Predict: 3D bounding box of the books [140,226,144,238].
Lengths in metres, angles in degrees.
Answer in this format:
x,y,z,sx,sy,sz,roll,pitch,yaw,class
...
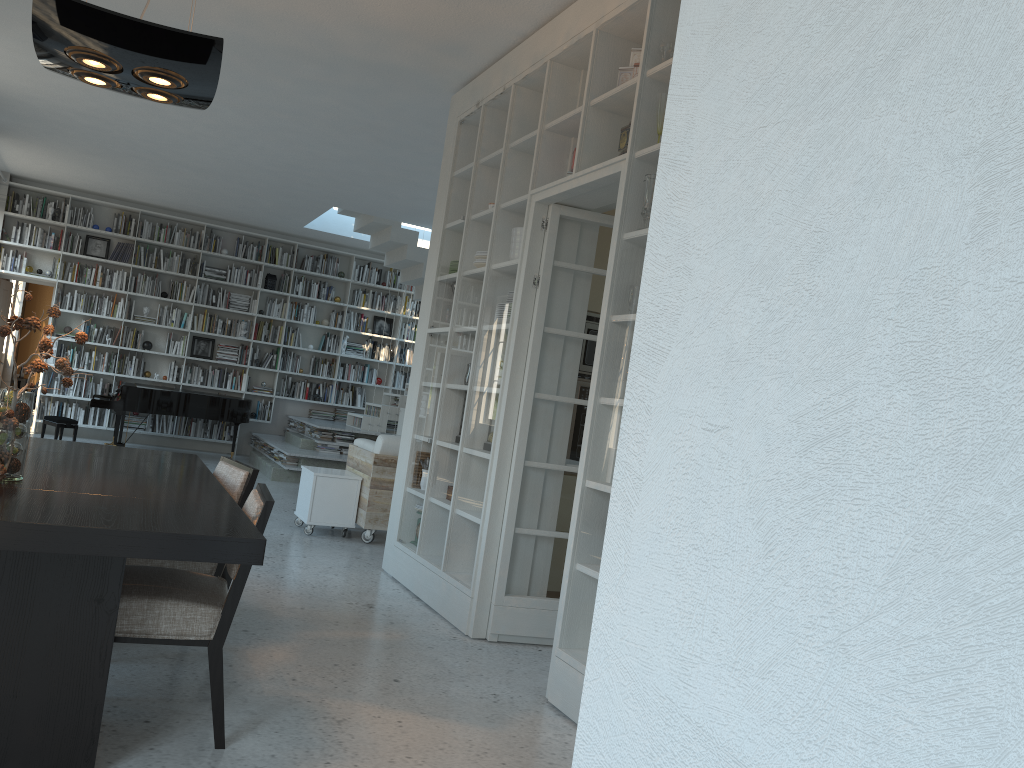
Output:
x,y,z,sx,sy,sz,roll,pitch,yaw,class
-5.019,-2.041,12.017,0.024,0.183,0.133,9,-1,-24,books

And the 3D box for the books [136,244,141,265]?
x,y,z,sx,sy,sz,roll,pitch,yaw,class
-5.066,-1.740,12.022,0.014,0.309,0.130,9,-1,-24,books

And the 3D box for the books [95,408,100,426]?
x,y,z,sx,sy,sz,roll,pitch,yaw,class
-5.547,0.407,11.874,0.021,0.295,0.187,9,-1,-24,books

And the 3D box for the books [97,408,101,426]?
x,y,z,sx,sy,sz,roll,pitch,yaw,class
-5.530,0.406,11.878,0.012,0.303,0.165,9,-1,-24,books

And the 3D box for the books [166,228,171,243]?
x,y,z,sx,sy,sz,roll,pitch,yaw,class
-4.714,-2.019,12.154,0.029,0.235,0.130,9,-1,-24,books

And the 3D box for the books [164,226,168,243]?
x,y,z,sx,sy,sz,roll,pitch,yaw,class
-4.735,-2.031,12.128,0.013,0.251,0.183,9,-1,-24,books

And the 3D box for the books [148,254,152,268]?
x,y,z,sx,sy,sz,roll,pitch,yaw,class
-4.933,-1.665,12.067,0.024,0.201,0.153,9,-1,-24,books

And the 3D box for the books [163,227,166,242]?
x,y,z,sx,sy,sz,roll,pitch,yaw,class
-4.761,-2.026,12.124,0.013,0.234,0.154,9,-1,-24,books

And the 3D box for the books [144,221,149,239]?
x,y,z,sx,sy,sz,roll,pitch,yaw,class
-4.966,-2.069,12.029,0.031,0.254,0.145,9,-1,-24,books

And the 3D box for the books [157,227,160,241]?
x,y,z,sx,sy,sz,roll,pitch,yaw,class
-4.832,-2.027,12.107,0.012,0.216,0.150,9,-1,-24,books

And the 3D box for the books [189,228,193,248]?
x,y,z,sx,sy,sz,roll,pitch,yaw,class
-4.449,-2.002,12.260,0.013,0.285,0.159,9,-1,-24,books

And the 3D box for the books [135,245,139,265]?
x,y,z,sx,sy,sz,roll,pitch,yaw,class
-5.071,-1.729,11.998,0.013,0.283,0.158,9,-1,-24,books

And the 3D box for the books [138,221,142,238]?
x,y,z,sx,sy,sz,roll,pitch,yaw,class
-5.033,-2.071,11.992,0.029,0.237,0.156,9,-1,-24,books

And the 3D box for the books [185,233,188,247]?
x,y,z,sx,sy,sz,roll,pitch,yaw,class
-4.493,-1.970,12.226,0.013,0.207,0.178,9,-1,-24,books

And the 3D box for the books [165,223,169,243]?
x,y,z,sx,sy,sz,roll,pitch,yaw,class
-4.722,-2.052,12.135,0.010,0.299,0.151,9,-1,-24,books

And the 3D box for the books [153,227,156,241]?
x,y,z,sx,sy,sz,roll,pitch,yaw,class
-4.868,-2.029,12.070,0.015,0.207,0.166,9,-1,-24,books

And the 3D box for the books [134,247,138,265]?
x,y,z,sx,sy,sz,roll,pitch,yaw,class
-5.084,-1.717,11.977,0.023,0.256,0.174,9,-1,-24,books

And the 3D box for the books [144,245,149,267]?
x,y,z,sx,sy,sz,roll,pitch,yaw,class
-4.962,-1.727,12.034,0.012,0.315,0.171,9,-1,-24,books

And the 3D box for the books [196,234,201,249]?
x,y,z,sx,sy,sz,roll,pitch,yaw,class
-4.355,-1.957,12.295,0.026,0.225,0.172,9,-1,-24,books

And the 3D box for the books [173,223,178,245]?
x,y,z,sx,sy,sz,roll,pitch,yaw,class
-4.629,-2.046,12.186,0.014,0.315,0.166,9,-1,-24,books

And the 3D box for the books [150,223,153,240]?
x,y,z,sx,sy,sz,roll,pitch,yaw,class
-4.903,-2.057,12.052,0.012,0.250,0.174,9,-1,-24,books

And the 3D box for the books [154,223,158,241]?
x,y,z,sx,sy,sz,roll,pitch,yaw,class
-4.854,-2.056,12.077,0.010,0.264,0.160,9,-1,-24,books

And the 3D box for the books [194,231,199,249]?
x,y,z,sx,sy,sz,roll,pitch,yaw,class
-4.386,-1.979,12.303,0.030,0.261,0.151,9,-1,-24,books

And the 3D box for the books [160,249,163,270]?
x,y,z,sx,sy,sz,roll,pitch,yaw,class
-4.787,-1.685,12.115,0.075,0.285,0.178,9,-1,-24,books

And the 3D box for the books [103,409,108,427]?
x,y,z,sx,sy,sz,roll,pitch,yaw,class
-5.466,0.431,11.935,0.027,0.276,0.143,9,-1,-24,books

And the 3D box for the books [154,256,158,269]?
x,y,z,sx,sy,sz,roll,pitch,yaw,class
-4.863,-1.643,12.102,0.034,0.180,0.160,9,-1,-24,books

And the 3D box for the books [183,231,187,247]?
x,y,z,sx,sy,sz,roll,pitch,yaw,class
-4.512,-1.983,12.230,0.021,0.228,0.160,9,-1,-24,books

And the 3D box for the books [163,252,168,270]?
x,y,z,sx,sy,sz,roll,pitch,yaw,class
-4.749,-1.668,12.150,0.027,0.265,0.168,9,-1,-24,books

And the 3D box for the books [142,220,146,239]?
x,y,z,sx,sy,sz,roll,pitch,yaw,class
-4.996,-2.085,12.036,0.021,0.279,0.140,9,-1,-24,books

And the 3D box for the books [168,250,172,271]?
x,y,z,sx,sy,sz,roll,pitch,yaw,class
-4.701,-1.682,12.163,0.012,0.308,0.145,9,-1,-24,books

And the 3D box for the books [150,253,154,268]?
x,y,z,sx,sy,sz,roll,pitch,yaw,class
-4.905,-1.669,12.071,0.029,0.219,0.157,9,-1,-24,books

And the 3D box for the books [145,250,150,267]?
x,y,z,sx,sy,sz,roll,pitch,yaw,class
-4.949,-1.688,12.044,0.031,0.242,0.181,9,-1,-24,books

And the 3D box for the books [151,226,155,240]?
x,y,z,sx,sy,sz,roll,pitch,yaw,class
-4.882,-2.032,12.049,0.029,0.208,0.178,9,-1,-24,books

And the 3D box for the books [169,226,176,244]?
x,y,z,sx,sy,sz,roll,pitch,yaw,class
-4.656,-2.029,12.160,0.052,0.273,0.172,9,-1,-24,books

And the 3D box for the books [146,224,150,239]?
x,y,z,sx,sy,sz,roll,pitch,yaw,class
-4.942,-2.048,12.036,0.023,0.220,0.181,9,-1,-24,books

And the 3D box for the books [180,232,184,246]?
x,y,z,sx,sy,sz,roll,pitch,yaw,class
-4.557,-1.982,12.232,0.029,0.213,0.141,9,-1,-24,books

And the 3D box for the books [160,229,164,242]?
x,y,z,sx,sy,sz,roll,pitch,yaw,class
-4.785,-2.013,12.118,0.030,0.201,0.152,9,-1,-24,books

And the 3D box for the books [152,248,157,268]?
x,y,z,sx,sy,sz,roll,pitch,yaw,class
-4.876,-1.703,12.083,0.023,0.293,0.155,9,-1,-24,books

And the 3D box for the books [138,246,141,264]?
x,y,z,sx,sy,sz,roll,pitch,yaw,class
-5.048,-1.727,12.006,0.010,0.287,0.148,9,-1,-24,books

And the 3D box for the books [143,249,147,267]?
x,y,z,sx,sy,sz,roll,pitch,yaw,class
-4.980,-1.702,12.037,0.011,0.260,0.157,9,-1,-24,books

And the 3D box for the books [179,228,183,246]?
x,y,z,sx,sy,sz,roll,pitch,yaw,class
-4.569,-2.012,12.216,0.014,0.269,0.156,9,-1,-24,books

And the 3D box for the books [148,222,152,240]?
x,y,z,sx,sy,sz,roll,pitch,yaw,class
-4.920,-2.060,12.048,0.023,0.251,0.170,9,-1,-24,books

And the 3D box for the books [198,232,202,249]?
x,y,z,sx,sy,sz,roll,pitch,yaw,class
-4.337,-1.975,12.311,0.014,0.267,0.171,9,-1,-24,books

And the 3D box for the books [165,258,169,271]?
x,y,z,sx,sy,sz,roll,pitch,yaw,class
-4.728,-1.621,12.154,0.028,0.180,0.168,9,-1,-24,books

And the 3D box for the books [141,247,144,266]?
x,y,z,sx,sy,sz,roll,pitch,yaw,class
-5.017,-1.715,12.028,0.067,0.274,0.167,9,-1,-24,books

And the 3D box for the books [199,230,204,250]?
x,y,z,sx,sy,sz,roll,pitch,yaw,class
-4.316,-1.982,12.315,0.026,0.288,0.176,9,-1,-24,books

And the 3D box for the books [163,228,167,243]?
x,y,z,sx,sy,sz,roll,pitch,yaw,class
-4.748,-2.015,12.122,0.011,0.216,0.160,9,-1,-24,books

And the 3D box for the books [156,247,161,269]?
x,y,z,sx,sy,sz,roll,pitch,yaw,class
-4.835,-1.706,12.121,0.013,0.315,0.135,9,-1,-24,books

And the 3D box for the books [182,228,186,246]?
x,y,z,sx,sy,sz,roll,pitch,yaw,class
-4.523,-2.004,12.217,0.014,0.266,0.192,9,-1,-24,books

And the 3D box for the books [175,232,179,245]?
x,y,z,sx,sy,sz,roll,pitch,yaw,class
-4.614,-1.980,12.187,0.031,0.190,0.181,9,-1,-24,books

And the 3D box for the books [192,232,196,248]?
x,y,z,sx,sy,sz,roll,pitch,yaw,class
-4.409,-1.971,12.284,0.026,0.237,0.149,9,-1,-24,books

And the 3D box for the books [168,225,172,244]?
x,y,z,sx,sy,sz,roll,pitch,yaw,class
-4.686,-2.035,12.149,0.013,0.276,0.164,9,-1,-24,books

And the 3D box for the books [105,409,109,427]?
x,y,z,sx,sy,sz,roll,pitch,yaw,class
-5.432,0.457,11.905,0.017,0.233,0.212,9,-1,-24,books

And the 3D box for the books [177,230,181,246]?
x,y,z,sx,sy,sz,roll,pitch,yaw,class
-4.589,-1.999,12.207,0.026,0.235,0.134,9,-1,-24,books

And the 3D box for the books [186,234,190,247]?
x,y,z,sx,sy,sz,roll,pitch,yaw,class
-4.475,-1.963,12.231,0.026,0.200,0.187,9,-1,-24,books

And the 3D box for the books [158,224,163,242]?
x,y,z,sx,sy,sz,roll,pitch,yaw,class
-4.810,-2.050,12.115,0.028,0.268,0.151,9,-1,-24,books

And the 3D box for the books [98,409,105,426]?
x,y,z,sx,sy,sz,roll,pitch,yaw,class
-5.508,0.434,11.914,0.065,0.256,0.155,9,-1,-24,books

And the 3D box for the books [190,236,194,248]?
x,y,z,sx,sy,sz,roll,pitch,yaw,class
-4.435,-1.949,12.263,0.031,0.184,0.176,9,-1,-24,books

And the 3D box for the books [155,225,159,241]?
x,y,z,sx,sy,sz,roll,pitch,yaw,class
-4.851,-2.040,12.107,0.025,0.234,0.129,9,-1,-24,books
